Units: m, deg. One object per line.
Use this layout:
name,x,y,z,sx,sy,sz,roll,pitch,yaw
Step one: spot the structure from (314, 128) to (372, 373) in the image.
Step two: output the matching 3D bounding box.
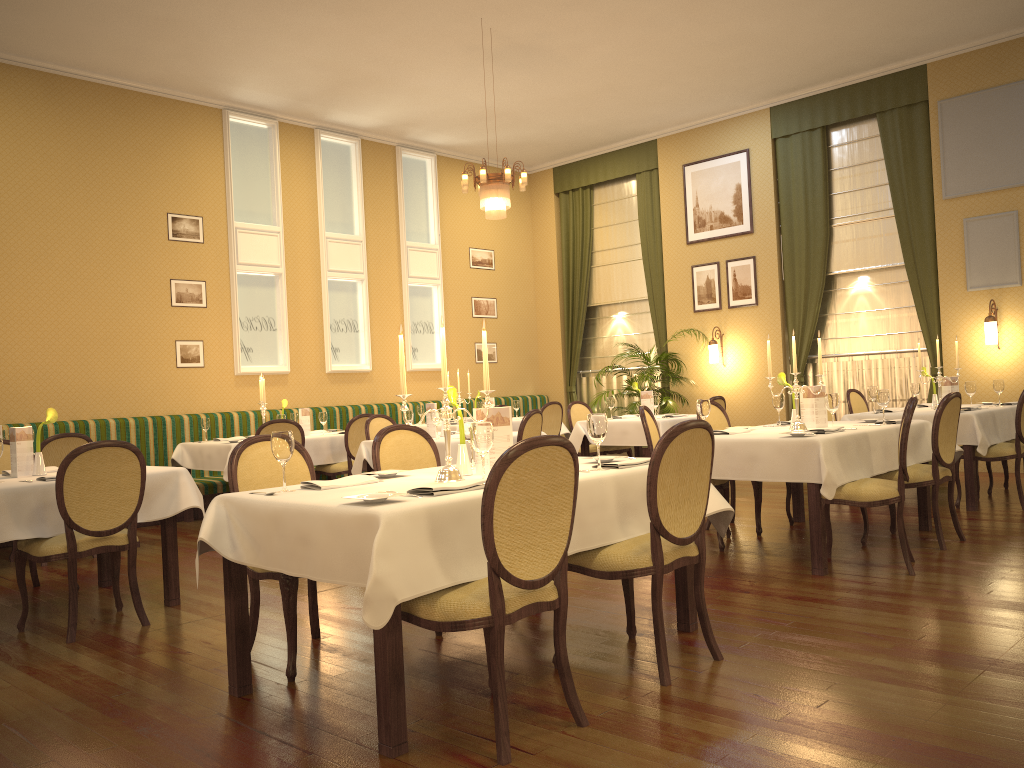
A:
structure,-2.120,-1.630,11.039,0.200,2.985,0.661,-3,-1,44

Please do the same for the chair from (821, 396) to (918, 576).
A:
chair,2.002,0.559,5.005,0.571,0.955,0.530,-3,-1,24

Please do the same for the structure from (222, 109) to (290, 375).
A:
structure,-2.945,-1.596,10.173,0.200,2.985,0.687,-3,-1,44

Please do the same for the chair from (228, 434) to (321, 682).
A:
chair,-0.894,0.694,3.828,0.571,0.955,0.530,-3,-1,44

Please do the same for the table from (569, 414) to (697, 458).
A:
table,1.439,0.719,9.065,1.395,0.759,1.389,-2,-1,-45

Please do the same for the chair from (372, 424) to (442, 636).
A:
chair,-0.361,0.672,4.387,0.571,0.955,0.530,-3,-1,44

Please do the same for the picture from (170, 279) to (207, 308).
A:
picture,-3.480,-0.973,9.548,0.008,0.294,0.401,-3,-1,44

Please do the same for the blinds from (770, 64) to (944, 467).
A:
blinds,3.964,-1.288,10.230,1.878,4.537,0.129,-3,-1,44

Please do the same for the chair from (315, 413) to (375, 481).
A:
chair,-1.572,0.770,8.649,0.571,0.955,0.530,-3,-1,44

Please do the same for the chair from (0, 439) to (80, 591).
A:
chair,-3.026,0.815,5.401,0.571,0.955,0.530,-3,-1,44

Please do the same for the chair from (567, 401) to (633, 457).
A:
chair,0.930,0.653,9.555,0.571,0.955,0.530,-3,-1,44

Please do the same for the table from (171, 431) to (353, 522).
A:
table,-2.166,0.897,8.781,1.385,0.759,2.152,-3,-1,44

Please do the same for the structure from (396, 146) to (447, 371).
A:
structure,-1.245,-1.666,11.957,0.200,2.985,0.670,-3,-1,44

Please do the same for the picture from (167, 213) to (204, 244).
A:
picture,-3.515,-1.677,9.555,0.008,0.294,0.401,-3,-1,44

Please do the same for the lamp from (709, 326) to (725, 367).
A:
lamp,2.596,-0.474,11.275,0.114,0.513,0.323,-3,-1,33

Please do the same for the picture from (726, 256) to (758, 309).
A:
picture,2.892,-1.277,11.174,0.412,0.619,0.022,-3,-1,44

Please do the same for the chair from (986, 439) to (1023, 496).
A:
chair,4.405,0.462,7.593,0.571,0.955,0.530,-3,-1,44

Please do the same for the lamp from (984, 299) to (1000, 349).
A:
lamp,4.905,-0.609,9.071,0.114,0.513,0.323,-3,-1,33

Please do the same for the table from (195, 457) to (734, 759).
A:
table,-0.092,0.748,3.625,1.385,0.759,2.152,-3,-1,44

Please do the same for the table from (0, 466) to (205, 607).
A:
table,-2.517,0.880,4.911,1.395,0.759,1.389,-2,-1,-45

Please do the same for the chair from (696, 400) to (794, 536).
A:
chair,1.700,0.588,6.552,0.571,0.955,0.530,-3,-1,44

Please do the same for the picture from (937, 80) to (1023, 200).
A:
picture,4.938,-2.522,9.171,0.966,1.057,0.027,-3,-1,44

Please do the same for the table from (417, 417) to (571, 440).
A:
table,-0.305,0.821,10.735,1.385,0.759,2.152,-3,-1,44

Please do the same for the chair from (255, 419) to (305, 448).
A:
chair,-2.130,0.793,8.056,0.530,0.955,0.571,-3,-1,-21

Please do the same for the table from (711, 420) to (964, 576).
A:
table,1.970,0.663,5.790,1.385,0.759,2.152,-3,-1,44

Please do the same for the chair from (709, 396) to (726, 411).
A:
chair,1.792,0.602,8.662,0.571,0.955,0.530,-3,-1,44

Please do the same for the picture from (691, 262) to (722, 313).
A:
picture,2.524,-1.255,11.526,0.412,0.619,0.022,-3,-1,44

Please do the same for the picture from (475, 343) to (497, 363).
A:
picture,-0.371,-0.448,12.772,0.008,0.294,0.437,-3,-1,44

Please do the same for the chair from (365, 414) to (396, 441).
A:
chair,-0.926,0.729,7.611,0.571,0.955,0.530,-3,-1,34

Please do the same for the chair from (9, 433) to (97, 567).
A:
chair,-3.441,0.847,6.686,0.571,0.955,0.530,-3,-1,44

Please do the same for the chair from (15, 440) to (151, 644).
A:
chair,-2.164,0.764,4.507,0.571,0.955,0.530,-3,-1,44

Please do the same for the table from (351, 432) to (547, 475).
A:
table,-0.421,0.795,7.112,1.395,0.759,1.389,-2,-1,-45

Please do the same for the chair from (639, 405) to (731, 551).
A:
chair,1.175,0.610,6.015,0.571,0.955,0.530,-3,-1,19

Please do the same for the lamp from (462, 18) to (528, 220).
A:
lamp,-0.192,-2.425,8.162,0.593,1.796,0.593,-3,-1,41

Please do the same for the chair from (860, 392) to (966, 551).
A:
chair,2.563,0.537,5.658,0.571,0.955,0.530,-3,-1,44

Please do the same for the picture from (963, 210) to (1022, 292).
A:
picture,4.970,-1.370,9.185,0.512,0.769,0.027,-3,-1,44

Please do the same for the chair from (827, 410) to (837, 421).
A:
chair,3.011,0.535,7.928,0.571,0.955,0.530,-3,-1,44

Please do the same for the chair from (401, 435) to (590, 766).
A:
chair,-0.080,0.645,2.884,0.571,0.955,0.530,-3,-1,44

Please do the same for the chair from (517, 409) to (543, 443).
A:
chair,-0.046,0.677,6.729,0.571,0.955,0.530,-3,-1,24

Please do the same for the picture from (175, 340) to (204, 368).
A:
picture,-3.459,-0.322,9.530,0.008,0.294,0.313,-3,-1,44

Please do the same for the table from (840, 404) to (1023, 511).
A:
table,3.813,0.588,7.725,1.385,0.759,2.152,-3,-1,44

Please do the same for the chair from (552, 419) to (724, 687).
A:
chair,0.501,0.621,3.493,0.571,0.955,0.530,-3,-1,44

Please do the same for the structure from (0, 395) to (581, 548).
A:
structure,-4.266,0.865,8.036,0.850,1.031,14.516,-3,-1,44

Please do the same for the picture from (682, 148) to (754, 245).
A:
picture,2.628,-2.387,11.378,0.966,1.057,0.027,-3,-1,44

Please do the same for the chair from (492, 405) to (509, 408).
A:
chair,-0.294,0.718,9.993,0.571,0.955,0.530,-3,-1,44

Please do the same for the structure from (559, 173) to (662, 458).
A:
structure,1.515,-1.131,12.741,1.942,4.511,0.123,-3,-1,44

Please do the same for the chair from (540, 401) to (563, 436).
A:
chair,0.311,0.693,10.580,0.571,0.955,0.530,-3,-1,44

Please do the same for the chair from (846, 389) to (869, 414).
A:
chair,3.543,0.513,8.487,0.571,0.955,0.530,-3,-1,44

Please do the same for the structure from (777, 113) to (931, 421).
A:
structure,4.042,-1.279,10.321,1.900,4.511,0.134,-3,-1,44

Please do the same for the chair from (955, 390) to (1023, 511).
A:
chair,3.825,0.486,6.983,0.571,0.955,0.530,-3,-1,44

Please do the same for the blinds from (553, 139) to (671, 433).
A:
blinds,1.436,-1.140,12.657,1.934,4.537,0.225,-3,-1,43
